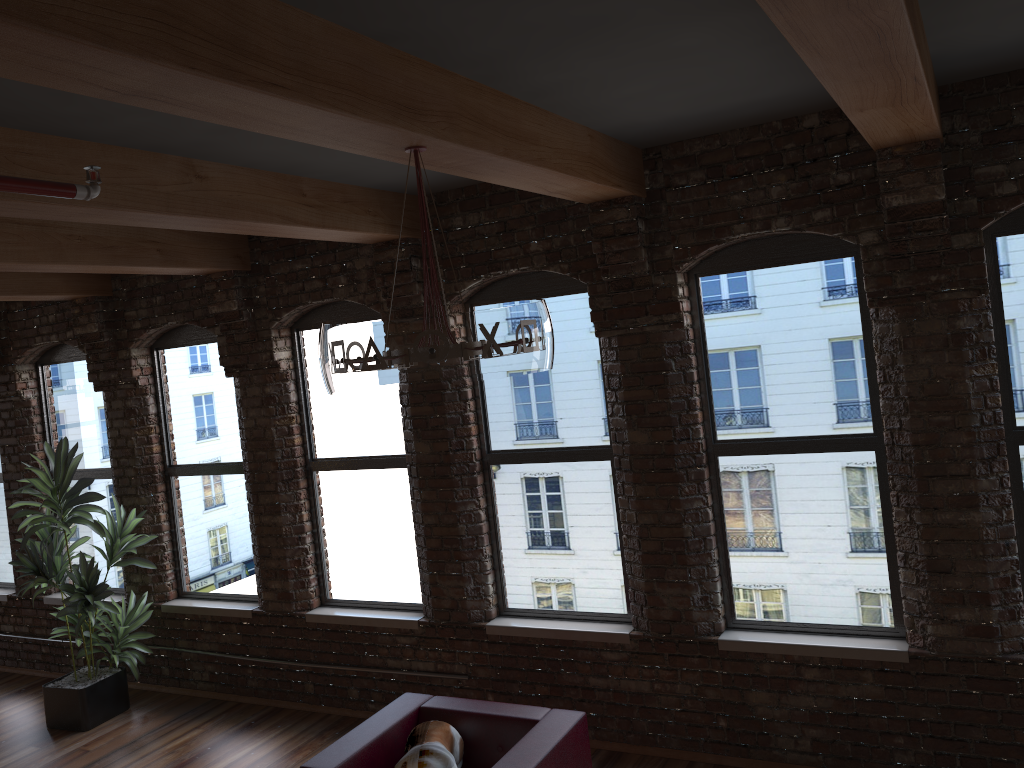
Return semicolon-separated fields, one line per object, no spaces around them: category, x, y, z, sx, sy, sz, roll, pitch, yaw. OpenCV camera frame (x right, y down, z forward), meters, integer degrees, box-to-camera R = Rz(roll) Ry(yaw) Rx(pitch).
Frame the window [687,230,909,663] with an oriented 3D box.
window;1.475;0.301;4.702;0.966;2.215;0.236;-6;0;28

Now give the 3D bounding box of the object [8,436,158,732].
object;-3.232;1.424;6.600;1.077;2.103;0.969;-6;1;41

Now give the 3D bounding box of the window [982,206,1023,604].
window;2.760;0.191;4.010;0.966;2.215;0.236;-6;0;28

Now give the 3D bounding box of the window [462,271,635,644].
window;0.190;0.411;5.395;0.966;2.215;0.236;-6;0;28

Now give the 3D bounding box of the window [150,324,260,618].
window;-2.379;0.630;6.780;0.966;2.215;0.236;-6;0;28

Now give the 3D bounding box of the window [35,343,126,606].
window;-3.664;0.740;7.473;0.966;2.215;0.236;-6;0;28

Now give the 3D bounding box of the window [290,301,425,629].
window;-1.095;0.521;6.088;0.966;2.215;0.236;-6;0;28

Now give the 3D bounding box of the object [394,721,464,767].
object;-0.408;1.805;4.105;0.364;0.296;0.755;-6;2;0

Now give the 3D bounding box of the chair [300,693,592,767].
chair;-0.275;1.964;4.183;1.068;0.592;0.868;-5;2;28

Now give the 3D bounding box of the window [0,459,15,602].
window;-4.951;0.850;8.165;0.966;2.215;0.232;-6;0;28

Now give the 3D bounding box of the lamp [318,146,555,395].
lamp;-0.289;-0.416;3.073;0.810;0.815;0.808;-7;1;-21

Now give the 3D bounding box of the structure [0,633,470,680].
structure;-6.332;2.281;8.828;13.682;0.313;1.638;-5;3;21
